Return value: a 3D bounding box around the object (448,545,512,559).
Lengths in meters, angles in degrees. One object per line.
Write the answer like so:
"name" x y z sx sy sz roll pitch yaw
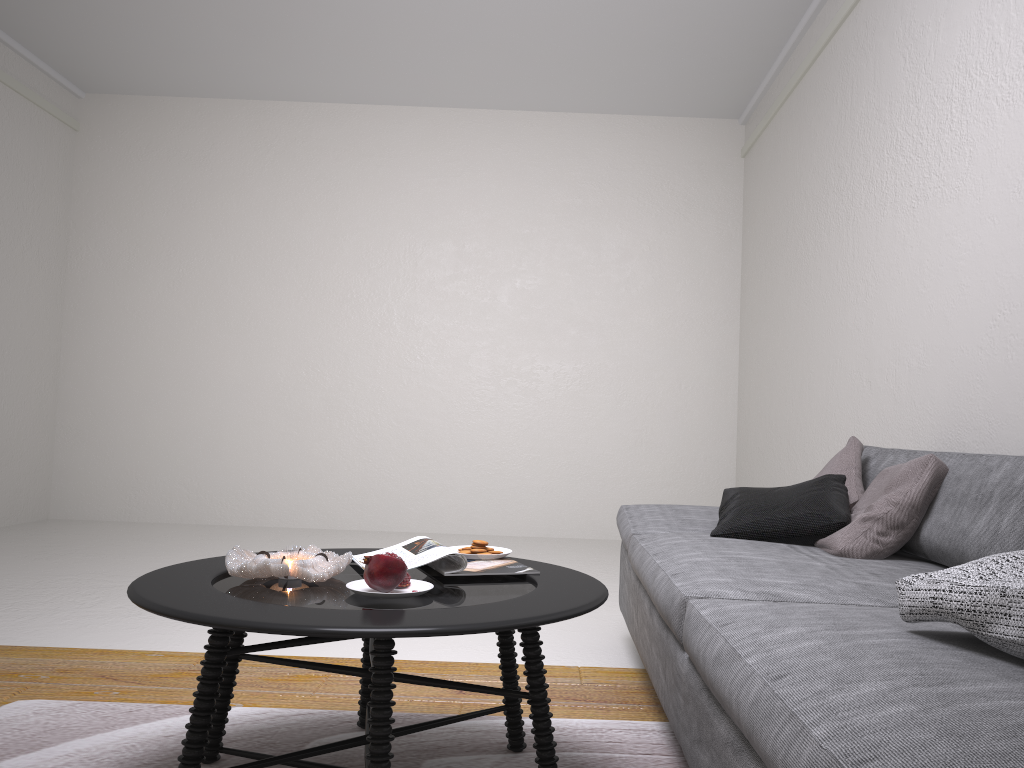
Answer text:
"object" -0.083 0.416 2.180 0.169 0.015 0.166 3 -3 -17

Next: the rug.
"rug" -0.382 0.757 0.477 1.951 0.008 3.708 2 -3 1

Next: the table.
"table" -0.282 0.624 1.817 0.945 0.449 0.942 2 -3 -2

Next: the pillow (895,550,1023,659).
"pillow" 0.858 0.327 1.318 0.409 0.194 0.401 3 -3 -13

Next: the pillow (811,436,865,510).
"pillow" 1.056 0.399 3.047 0.347 0.448 0.485 1 -3 22

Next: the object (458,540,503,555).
"object" -0.082 0.403 2.183 0.122 0.036 0.117 5 -4 -38

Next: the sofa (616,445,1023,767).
"sofa" 0.889 0.520 1.858 1.102 0.772 3.058 2 -3 2

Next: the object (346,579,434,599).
"object" -0.236 0.397 1.713 0.171 0.015 0.164 5 -4 -44

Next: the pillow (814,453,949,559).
"pillow" 1.058 0.357 2.612 0.338 0.318 0.423 2 -3 1

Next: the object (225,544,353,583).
"object" -0.460 0.372 1.842 0.251 0.062 0.255 2 -3 8

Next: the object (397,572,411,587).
"object" -0.221 0.387 1.768 0.035 0.036 0.044 2 -3 10

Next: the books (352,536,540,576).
"books" -0.162 0.392 2.039 0.377 0.048 0.301 3 -3 -20

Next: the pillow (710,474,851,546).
"pillow" 0.850 0.416 2.795 0.415 0.268 0.407 1 -3 21

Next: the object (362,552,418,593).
"object" -0.239 0.361 1.704 0.108 0.082 0.090 0 -4 35
